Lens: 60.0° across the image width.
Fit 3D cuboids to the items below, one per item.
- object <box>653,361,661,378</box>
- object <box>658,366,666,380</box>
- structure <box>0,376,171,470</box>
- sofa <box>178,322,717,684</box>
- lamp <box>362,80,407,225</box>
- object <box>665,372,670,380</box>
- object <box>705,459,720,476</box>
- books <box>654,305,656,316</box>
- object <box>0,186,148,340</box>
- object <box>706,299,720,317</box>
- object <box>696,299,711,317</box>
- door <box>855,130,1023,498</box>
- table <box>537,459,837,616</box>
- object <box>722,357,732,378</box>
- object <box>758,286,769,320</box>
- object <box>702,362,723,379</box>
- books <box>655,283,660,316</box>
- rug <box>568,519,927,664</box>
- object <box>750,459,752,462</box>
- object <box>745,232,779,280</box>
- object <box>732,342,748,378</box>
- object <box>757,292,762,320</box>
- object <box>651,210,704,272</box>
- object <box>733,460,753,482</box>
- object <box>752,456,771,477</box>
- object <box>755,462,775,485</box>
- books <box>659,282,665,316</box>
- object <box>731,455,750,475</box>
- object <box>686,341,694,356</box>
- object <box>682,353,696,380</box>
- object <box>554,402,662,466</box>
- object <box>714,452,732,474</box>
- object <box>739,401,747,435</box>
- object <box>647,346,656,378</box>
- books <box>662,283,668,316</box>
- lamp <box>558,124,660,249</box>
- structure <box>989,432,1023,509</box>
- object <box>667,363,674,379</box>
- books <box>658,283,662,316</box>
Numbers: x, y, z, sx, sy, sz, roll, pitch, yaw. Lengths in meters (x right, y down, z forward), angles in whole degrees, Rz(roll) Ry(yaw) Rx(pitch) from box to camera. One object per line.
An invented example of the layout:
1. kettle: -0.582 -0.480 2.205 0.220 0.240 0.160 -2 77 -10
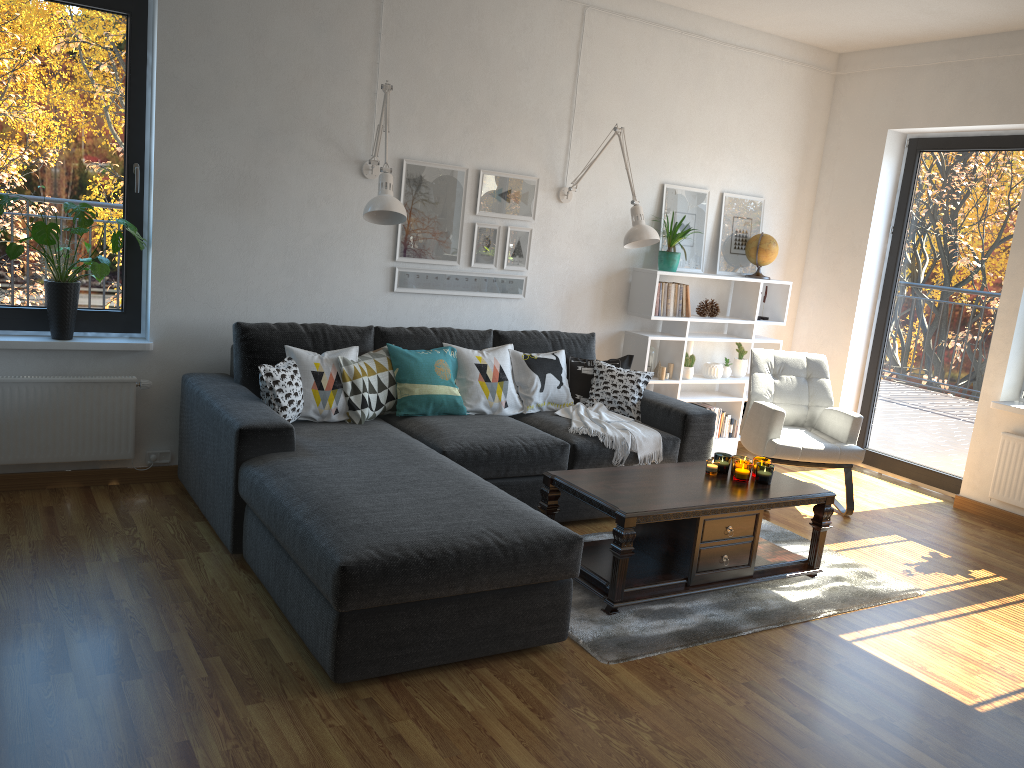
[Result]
1. object: 0.943 -0.100 5.702 0.062 0.108 0.062 -1 13 -31
2. object: 0.896 -0.080 5.638 0.176 0.084 0.078 11 12 26
3. structure: -1.988 0.191 4.082 0.817 0.461 0.076 -1 13 -34
4. sofa: 0.018 0.290 4.025 2.508 0.850 2.157 0 12 -32
5. lamp: -0.645 -1.106 4.232 0.200 0.671 0.696 1 11 -23
6. object: 0.980 -0.051 5.639 0.040 0.044 0.040 5 11 -6
7. object: 0.888 0.370 3.936 0.060 0.061 0.059 1 12 -27
8. books: 0.845 -0.524 5.503 0.047 0.192 0.123 -1 13 -32
9. object: -1.923 -0.511 3.886 0.657 0.677 0.446 -3 14 -40
10. object: 1.322 -0.497 5.827 0.101 0.125 0.096 3 11 -17
11. object: 1.252 -0.499 5.787 0.102 0.127 0.094 8 11 13
12. door: 2.769 -0.457 5.714 0.119 2.281 0.973 -1 13 -32
13. table: 0.750 0.617 3.819 1.179 0.410 0.568 0 12 -32
14. object: 1.448 -0.113 5.984 0.072 0.138 0.072 14 14 37
15. object: 1.733 -0.558 6.085 0.066 0.231 0.075 14 14 37
16. object: 1.336 -0.089 5.902 0.134 0.098 0.132 11 12 27
17. books: 0.866 -0.534 5.520 0.043 0.206 0.128 -1 13 -32
18. rug: 0.810 0.821 3.891 1.813 0.034 1.049 0 12 -32
19. object: 1.057 0.370 4.035 0.060 0.061 0.059 1 12 -27
20. object: 1.669 -0.861 5.944 0.217 0.306 0.215 3 11 -15
21. object: 1.556 -0.159 6.029 0.097 0.237 0.098 -5 15 -44
22. object: 1.625 -0.549 6.009 0.134 0.218 0.066 3 11 -17
23. object: 1.003 -0.891 5.533 0.424 0.373 0.386 -5 15 -45
24. object: 1.008 0.382 3.882 0.079 0.081 0.079 -2 13 -36
25. object: 1.117 0.375 3.983 0.079 0.081 0.079 -2 13 -36
26. object: 1.104 0.392 3.880 0.079 0.081 0.079 -2 13 -36
27. books: 0.900 -0.535 5.540 0.035 0.210 0.128 -1 13 -31
28. object: 1.019 0.367 3.969 0.079 0.081 0.079 -2 13 -36
29. object: 1.164 -0.174 5.874 0.051 0.239 0.051 3 11 -14
30. object: 1.132 -0.115 5.715 0.088 0.173 0.087 3 11 -16
31. object: 0.416 0.248 4.562 0.488 0.213 0.604 -1 13 -35
32. object: 0.944 0.356 3.987 0.079 0.081 0.079 -2 13 -36
33. object: 1.610 0.226 6.171 0.126 0.247 0.118 1 12 -24
34. object: 0.858 -0.145 5.648 0.108 0.198 0.108 2 11 -20
35. books: 0.918 -0.534 5.553 0.044 0.209 0.136 -1 13 -31
36. lamp: 0.577 -1.113 4.981 0.200 0.671 0.696 -3 14 -40
37. structure: 3.192 0.646 4.567 0.078 0.461 1.453 -1 12 -33
38. object: 1.010 -0.082 5.671 0.039 0.099 0.039 -2 13 -35
39. books: 0.885 -0.533 5.534 0.033 0.211 0.136 -1 13 -31
